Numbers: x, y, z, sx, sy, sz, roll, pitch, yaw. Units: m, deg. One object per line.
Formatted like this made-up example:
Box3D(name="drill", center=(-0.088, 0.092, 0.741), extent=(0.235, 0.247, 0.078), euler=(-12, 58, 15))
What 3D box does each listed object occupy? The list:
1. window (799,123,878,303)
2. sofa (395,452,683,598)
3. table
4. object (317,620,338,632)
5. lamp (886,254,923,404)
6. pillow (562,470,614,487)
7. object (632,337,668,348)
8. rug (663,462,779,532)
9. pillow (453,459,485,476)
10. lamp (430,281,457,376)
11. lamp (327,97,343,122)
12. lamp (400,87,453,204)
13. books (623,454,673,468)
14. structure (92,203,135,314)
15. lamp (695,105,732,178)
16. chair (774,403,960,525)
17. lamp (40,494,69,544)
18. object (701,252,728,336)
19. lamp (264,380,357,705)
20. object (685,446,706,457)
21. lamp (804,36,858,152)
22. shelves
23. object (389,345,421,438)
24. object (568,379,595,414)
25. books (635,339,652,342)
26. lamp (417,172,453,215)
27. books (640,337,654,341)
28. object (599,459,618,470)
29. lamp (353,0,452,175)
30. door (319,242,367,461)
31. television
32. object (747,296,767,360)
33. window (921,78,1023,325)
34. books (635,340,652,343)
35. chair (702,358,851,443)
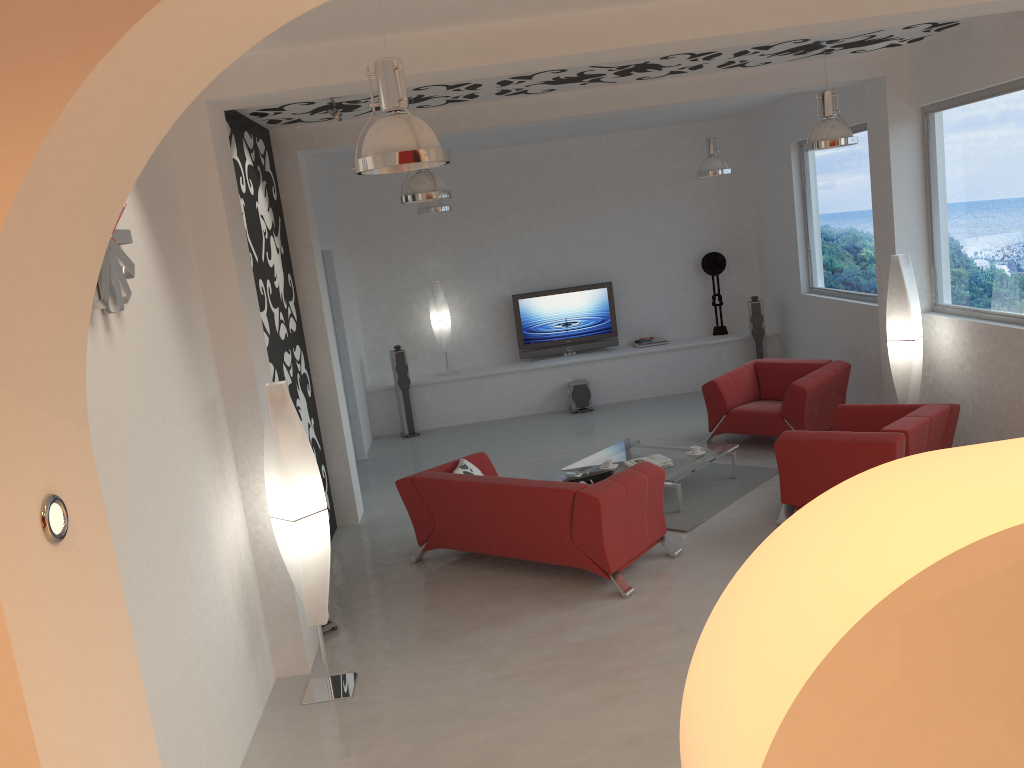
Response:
Box3D(name="window", center=(3.634, -1.803, 9.470), extent=(0.100, 1.800, 2.400), euler=(-8, 10, -2))
Box3D(name="sofa", center=(0.150, 0.943, 6.522), extent=(1.929, 0.738, 0.951), euler=(0, 12, 37))
Box3D(name="table", center=(1.239, 0.786, 7.887), extent=(1.162, 0.286, 1.097), euler=(1, 13, 42))
Box3D(name="object", center=(-1.350, 1.091, 5.713), extent=(0.214, 1.112, 0.229), euler=(1, 13, 42))
Box3D(name="lamp", center=(3.435, -0.237, 7.730), extent=(0.313, 1.779, 0.313), euler=(-9, 10, -10))
Box3D(name="pillow", center=(0.509, 0.770, 6.197), extent=(0.402, 0.343, 0.288), euler=(-9, 10, -10))
Box3D(name="object", center=(1.879, -0.567, 12.086), extent=(0.430, 0.045, 0.352), euler=(-8, 10, -2))
Box3D(name="rug", center=(1.249, 0.930, 7.903), extent=(1.700, 0.025, 1.700), euler=(1, 13, 42))
Box3D(name="pillow", center=(-0.285, 0.771, 6.801), extent=(0.288, 0.343, 0.402), euler=(-7, 10, 5))
Box3D(name="lamp", center=(-0.932, -0.745, 11.790), extent=(0.263, 1.239, 0.263), euler=(-9, 10, -10))
Box3D(name="lamp", center=(-1.261, -1.946, 6.300), extent=(0.112, 0.176, 0.118), euler=(0, 13, 39))
Box3D(name="lamp", center=(-0.671, -1.721, 6.364), extent=(0.379, 0.800, 0.379), euler=(-9, 10, -10))
Box3D(name="books", center=(1.172, 0.677, 7.617), extent=(0.367, 0.035, 0.345), euler=(-10, 10, -12))
Box3D(name="structure", center=(-1.602, -0.573, 3.455), extent=(0.090, 0.596, 0.596), euler=(-8, 10, -2))
Box3D(name="lamp", center=(2.112, -2.624, 9.445), extent=(0.379, 0.800, 0.379), euler=(0, 12, 37))
Box3D(name="chair", center=(2.681, 0.578, 6.681), extent=(1.288, 0.738, 0.951), euler=(-16, 13, -42))
Box3D(name="lamp", center=(-0.949, 0.280, 1.844), extent=(0.011, 0.105, 0.105), euler=(-8, 10, -2))
Box3D(name="object", center=(2.779, -1.227, 12.039), extent=(0.331, 1.130, 0.108), euler=(-4, 10, 22))
Box3D(name="lamp", center=(-1.149, 0.865, 4.894), extent=(0.313, 1.779, 0.313), euler=(-7, 10, 6))
Box3D(name="object", center=(1.599, 0.582, 7.736), extent=(0.153, 0.069, 0.153), euler=(-15, 12, -35))
Box3D(name="lamp", center=(2.306, -2.140, 6.491), extent=(0.379, 0.800, 0.379), euler=(-3, 11, 26))
Box3D(name="shelves", center=(0.803, -0.342, 11.936), extent=(5.500, 0.050, 0.650), euler=(-8, 10, -2))
Box3D(name="object", center=(-1.390, 0.083, 11.366), extent=(0.255, 1.184, 0.273), euler=(-11, 10, -17))
Box3D(name="object", center=(0.885, 0.161, 11.556), extent=(0.336, 0.374, 0.337), euler=(-8, 10, -2))
Box3D(name="books", center=(1.781, -0.593, 12.051), extent=(0.190, 0.015, 0.135), euler=(-12, 10, -22))
Box3D(name="lamp", center=(-0.865, -2.206, 9.319), extent=(0.379, 0.800, 0.379), euler=(-9, 10, -6))
Box3D(name="books", center=(1.830, -0.614, 12.046), extent=(0.190, 0.015, 0.135), euler=(-6, 10, 7))
Box3D(name="object", center=(0.834, 0.696, 7.667), extent=(0.153, 0.069, 0.153), euler=(-3, 11, 24))
Box3D(name="lamp", center=(-0.477, -1.236, 3.410), extent=(0.379, 0.800, 0.379), euler=(-13, 11, -31))
Box3D(name="door", center=(-1.961, -0.229, 9.564), extent=(0.240, 2.550, 1.600), euler=(-8, 10, -2))
Box3D(name="television", center=(0.728, -0.833, 11.969), extent=(1.356, 0.919, 0.343), euler=(-8, 10, -2))
Box3D(name="object", center=(3.209, -0.563, 11.556), extent=(0.255, 1.184, 0.273), euler=(-5, 10, 12))
Box3D(name="window", center=(3.815, -1.351, 6.713), extent=(0.100, 1.800, 2.400), euler=(-8, 10, -2))
Box3D(name="books", center=(1.784, -0.578, 12.051), extent=(0.190, 0.015, 0.135), euler=(-15, 12, -37))
Box3D(name="chair", center=(2.659, 0.195, 8.911), extent=(0.951, 0.738, 1.288), euler=(-16, 13, -42))
